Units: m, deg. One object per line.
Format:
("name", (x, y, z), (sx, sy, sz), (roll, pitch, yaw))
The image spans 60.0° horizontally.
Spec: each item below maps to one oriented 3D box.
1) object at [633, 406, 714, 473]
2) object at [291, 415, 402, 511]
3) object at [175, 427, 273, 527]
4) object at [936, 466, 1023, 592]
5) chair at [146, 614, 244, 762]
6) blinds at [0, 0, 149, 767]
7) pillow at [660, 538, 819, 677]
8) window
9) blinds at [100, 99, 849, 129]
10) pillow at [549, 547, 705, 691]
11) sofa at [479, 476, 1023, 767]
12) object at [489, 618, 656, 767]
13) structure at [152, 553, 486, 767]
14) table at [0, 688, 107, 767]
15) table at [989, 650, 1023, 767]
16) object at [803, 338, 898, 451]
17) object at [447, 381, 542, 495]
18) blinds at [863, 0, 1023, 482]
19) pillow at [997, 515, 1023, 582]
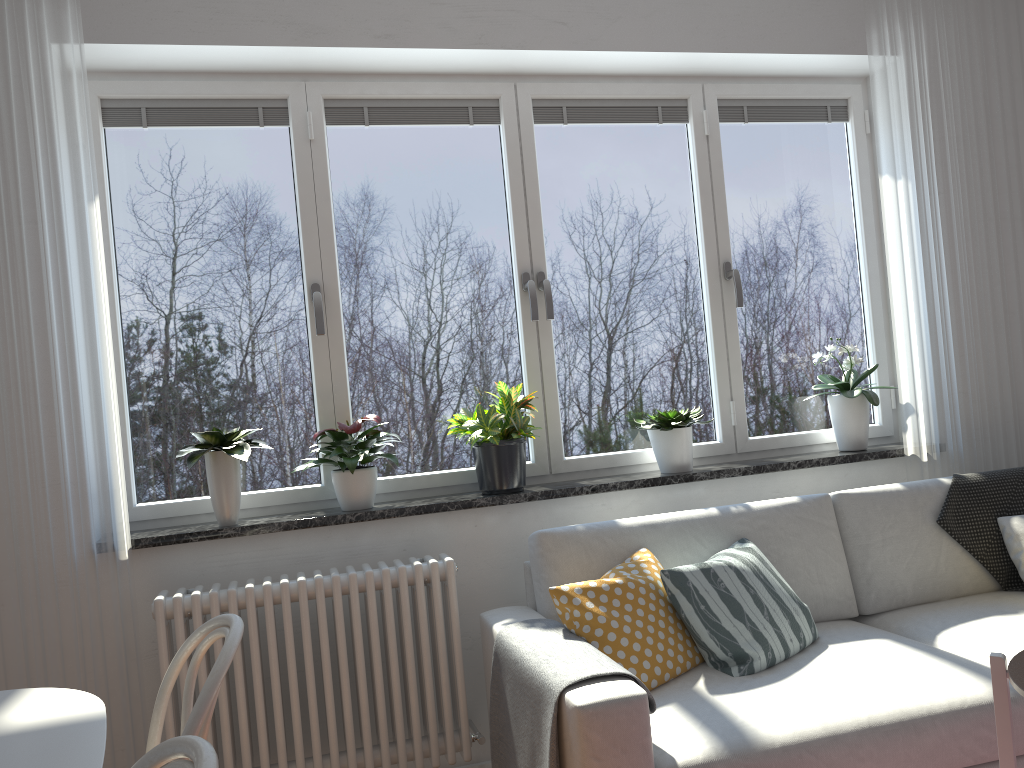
("object", (0.591, 0.203, 3.246), (0.267, 0.237, 0.284), (-5, -1, -33))
("object", (-0.529, 0.262, 2.960), (0.379, 0.308, 0.371), (-4, -1, -40))
("object", (-0.899, 0.289, 2.806), (0.292, 0.315, 0.354), (-5, -1, -24))
("object", (1.977, 0.604, 3.074), (0.978, 0.648, 0.677), (-4, -1, -45))
("chair", (0.715, 0.546, 2.155), (3.692, 1.342, 0.448), (-4, -1, -30))
("blinds", (-1.673, -0.006, 2.496), (1.037, 2.886, 0.055), (-5, 0, -15))
("pillow", (0.669, 0.629, 2.564), (0.469, 0.288, 0.310), (-4, -1, -44))
("window", (0.079, -0.390, 3.254), (3.019, 1.510, 0.151), (-5, 0, -15))
("blinds", (0.013, -1.007, 3.292), (2.843, 0.098, 0.015), (-5, 0, -15))
("pillow", (0.343, 0.659, 2.494), (0.313, 0.317, 0.464), (-6, -1, 43))
("sofa", (1.205, 0.767, 2.629), (2.461, 0.843, 1.004), (-5, -1, -15))
("object", (0.134, 0.922, 2.248), (0.288, 0.533, 0.608), (-5, -1, -15))
("structure", (-0.593, 0.885, 2.708), (0.972, 0.623, 0.224), (-5, -1, -15))
("table", (-0.811, 0.934, 0.564), (0.931, 0.770, 2.290), (-5, -1, -15))
("table", (1.198, 0.816, 1.457), (0.617, 0.687, 0.618), (-5, -1, -16))
("object", (1.292, 0.041, 3.490), (0.286, 0.444, 0.340), (-5, -1, -27))
("object", (-0.060, 0.184, 3.056), (0.333, 0.384, 0.299), (-5, -1, 1))
("blinds", (2.053, -0.323, 3.481), (1.292, 2.886, 0.055), (-5, 0, -15))
("pillow", (1.913, 0.552, 2.902), (0.532, 0.259, 0.301), (-5, -1, -1))
